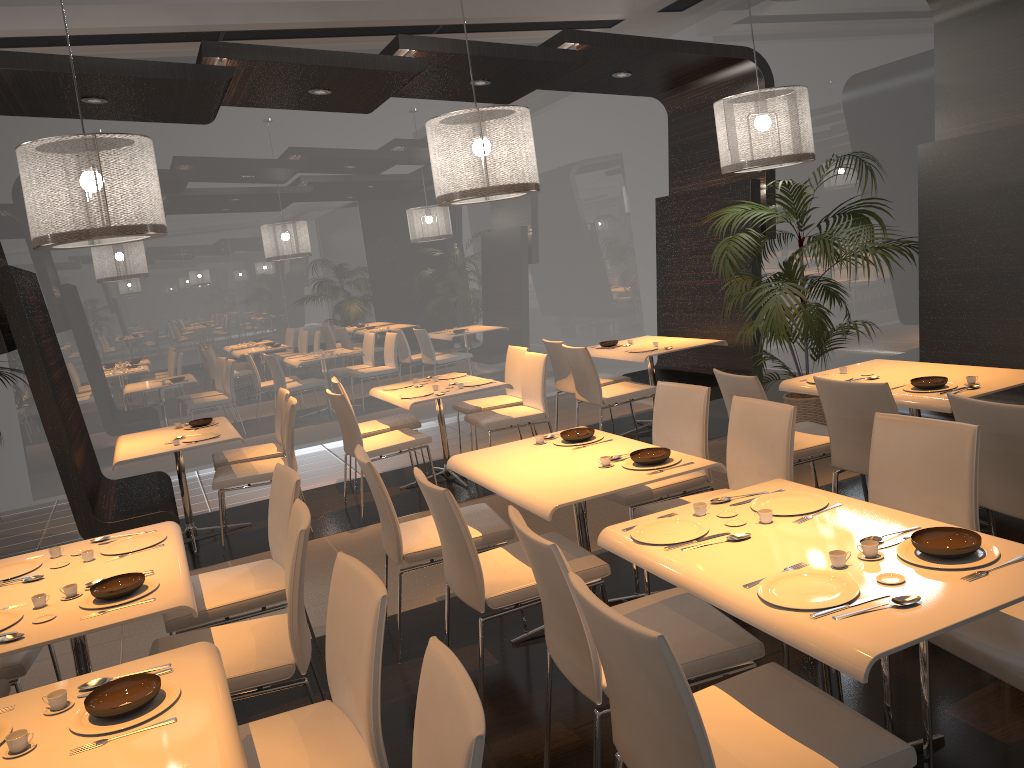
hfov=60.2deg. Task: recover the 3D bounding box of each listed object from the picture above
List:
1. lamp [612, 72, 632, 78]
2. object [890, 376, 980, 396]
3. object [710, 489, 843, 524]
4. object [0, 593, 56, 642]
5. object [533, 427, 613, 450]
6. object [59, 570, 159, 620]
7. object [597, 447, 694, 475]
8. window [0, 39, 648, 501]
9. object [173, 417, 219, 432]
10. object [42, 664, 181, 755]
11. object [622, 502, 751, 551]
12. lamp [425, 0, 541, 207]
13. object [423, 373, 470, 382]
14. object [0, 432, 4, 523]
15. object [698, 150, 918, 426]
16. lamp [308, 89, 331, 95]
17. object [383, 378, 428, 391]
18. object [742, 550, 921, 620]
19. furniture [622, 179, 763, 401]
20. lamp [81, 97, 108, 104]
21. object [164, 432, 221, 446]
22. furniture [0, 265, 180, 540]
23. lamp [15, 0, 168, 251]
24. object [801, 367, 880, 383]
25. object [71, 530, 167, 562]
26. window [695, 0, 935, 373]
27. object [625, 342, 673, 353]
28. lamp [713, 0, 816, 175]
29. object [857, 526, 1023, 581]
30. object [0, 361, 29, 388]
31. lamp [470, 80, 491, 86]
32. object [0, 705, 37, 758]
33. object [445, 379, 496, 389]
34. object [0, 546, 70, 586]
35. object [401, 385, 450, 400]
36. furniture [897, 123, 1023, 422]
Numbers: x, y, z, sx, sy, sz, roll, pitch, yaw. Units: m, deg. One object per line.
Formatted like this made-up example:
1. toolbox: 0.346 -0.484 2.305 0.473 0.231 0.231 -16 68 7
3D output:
1. lamp: 0.913 -2.591 7.366 0.162 0.055 0.162 -12 9 -28
2. object: 2.063 -0.004 4.279 0.305 0.044 0.366 -11 9 -23
3. object: 0.829 0.380 2.869 0.337 0.037 0.377 -13 10 -33
4. object: -1.597 0.737 2.731 0.337 0.037 0.377 -12 9 -28
5. object: 0.277 0.251 4.226 0.305 0.044 0.366 -11 9 -23
6. object: -1.320 0.671 2.895 0.305 0.044 0.366 -11 9 -23
7. object: 0.531 0.305 3.629 0.305 0.044 0.366 -11 9 -23
8. window: -1.542 -1.453 8.791 6.611 3.958 0.070 -11 5 -23
9. object: -2.277 0.285 6.382 0.305 0.044 0.366 -11 9 -23
10. object: -0.942 0.740 2.076 0.305 0.044 0.366 -11 9 -23
11. object: 0.551 0.439 2.732 0.337 0.037 0.377 -12 9 -28
12. lamp: -0.271 -2.058 5.238 0.626 1.919 0.631 -8 4 6
13. object: -0.551 -0.067 7.160 0.337 0.037 0.377 -13 10 -33
14. object: -3.773 0.369 5.280 1.571 2.048 1.506 -11 6 -29
15. object: 2.148 -0.614 6.368 1.507 2.048 1.569 -9 6 -9
16. lamp: -1.391 -2.127 6.392 0.162 0.055 0.162 -12 9 -28
17. object: -0.837 0.004 6.952 0.337 0.037 0.377 -12 9 -28
18. object: 0.792 0.489 2.167 0.337 0.037 0.377 -12 9 -28
19. furniture: 1.481 -0.814 7.618 0.761 1.665 1.405 -10 6 -22
20. lamp: -2.750 -1.880 5.817 0.160 0.054 0.161 -10 8 -17
21. object: -2.108 0.347 5.831 0.337 0.037 0.377 -13 10 -33
22. furniture: -2.755 0.040 5.828 0.761 1.665 1.405 -10 6 -22
23. lamp: -2.210 -1.667 4.419 0.626 1.919 0.631 -8 4 6
24. object: 1.801 -0.045 4.821 0.337 0.037 0.377 -12 9 -28
25. object: -1.546 0.619 3.475 0.337 0.037 0.377 -13 10 -33
26. window: 3.474 -1.839 6.709 0.070 3.953 6.599 -10 7 -22
27. object: 1.122 -0.296 7.139 0.337 0.037 0.377 -12 9 -28
28. lamp: 1.638 -2.443 6.045 0.626 1.919 0.631 -7 4 10
29. object: 1.091 0.423 2.310 0.305 0.044 0.366 -11 9 -23
30. object: -4.397 0.320 6.193 1.556 2.048 1.519 -5 6 29
31. lamp: -0.248 -2.357 6.875 0.162 0.055 0.162 -12 9 -28
32. object: -1.220 0.795 1.964 0.305 0.044 0.366 -11 9 -23
33. object: -0.323 -0.013 6.587 0.337 0.037 0.377 -13 10 -33
34. object: -1.838 0.686 3.296 0.337 0.037 0.377 -12 9 -28
35. object: -0.626 0.060 6.381 0.337 0.037 0.377 -12 9 -28
36. furniture: 2.985 -0.513 4.194 0.760 1.664 2.909 -10 7 -22
